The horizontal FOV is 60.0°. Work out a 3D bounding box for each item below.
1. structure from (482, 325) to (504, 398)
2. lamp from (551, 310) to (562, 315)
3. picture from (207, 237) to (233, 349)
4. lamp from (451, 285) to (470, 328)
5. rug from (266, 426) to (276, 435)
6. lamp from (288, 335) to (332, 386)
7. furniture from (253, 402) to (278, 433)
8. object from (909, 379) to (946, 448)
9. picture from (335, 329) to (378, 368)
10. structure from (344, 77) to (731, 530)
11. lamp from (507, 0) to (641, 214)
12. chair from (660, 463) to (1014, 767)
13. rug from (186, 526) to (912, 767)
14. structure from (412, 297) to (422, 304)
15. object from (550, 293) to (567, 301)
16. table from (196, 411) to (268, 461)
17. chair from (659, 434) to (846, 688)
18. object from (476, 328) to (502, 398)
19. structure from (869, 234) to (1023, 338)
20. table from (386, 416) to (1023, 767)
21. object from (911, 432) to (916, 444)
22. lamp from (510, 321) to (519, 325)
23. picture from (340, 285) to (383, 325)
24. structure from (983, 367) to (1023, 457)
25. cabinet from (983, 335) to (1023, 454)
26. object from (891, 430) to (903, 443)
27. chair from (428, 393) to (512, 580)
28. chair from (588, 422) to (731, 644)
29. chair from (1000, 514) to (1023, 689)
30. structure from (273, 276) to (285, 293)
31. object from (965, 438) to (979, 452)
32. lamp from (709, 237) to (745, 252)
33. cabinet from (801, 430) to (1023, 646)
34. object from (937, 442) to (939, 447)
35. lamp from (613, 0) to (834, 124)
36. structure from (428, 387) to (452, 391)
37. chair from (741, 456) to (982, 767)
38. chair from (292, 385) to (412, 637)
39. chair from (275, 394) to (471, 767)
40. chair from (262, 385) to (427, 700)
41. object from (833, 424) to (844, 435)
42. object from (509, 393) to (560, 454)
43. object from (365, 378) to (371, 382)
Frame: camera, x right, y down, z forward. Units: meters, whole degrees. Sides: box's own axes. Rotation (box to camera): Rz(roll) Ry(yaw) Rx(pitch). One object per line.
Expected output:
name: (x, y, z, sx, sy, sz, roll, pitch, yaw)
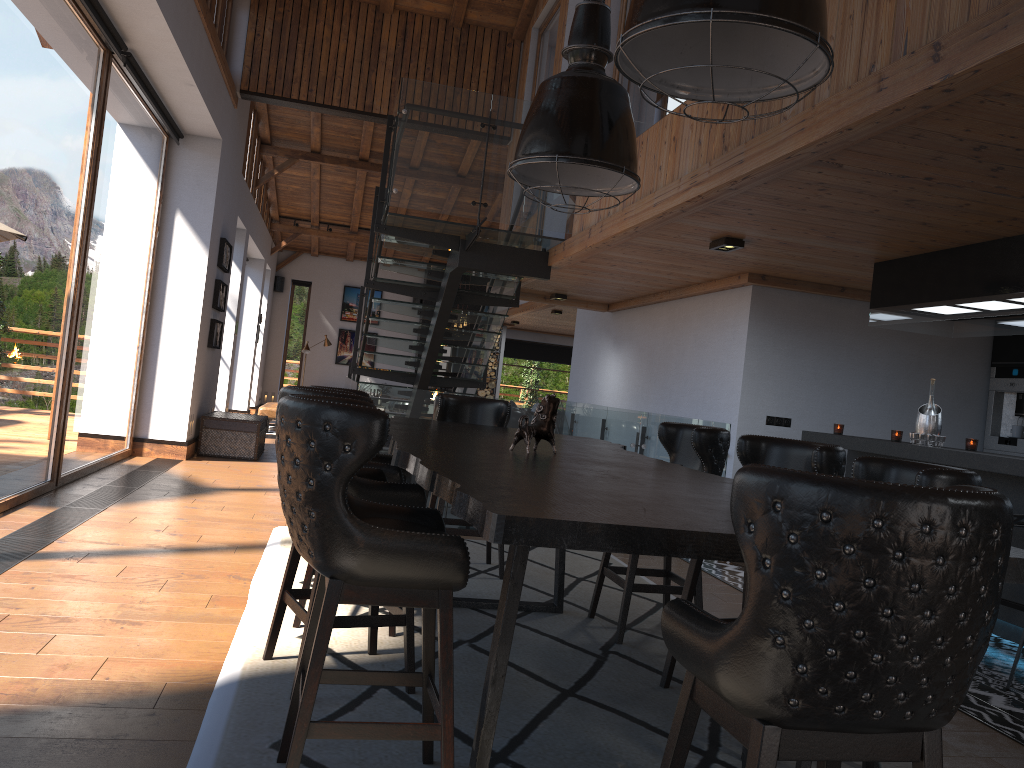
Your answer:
structure: (-0.622, -0.093, 20.732, 0.504, 2.618, 0.509, 7, -1, -12)
lamp: (0.822, -1.321, 16.313, 0.156, 0.068, 0.260, 7, 0, -12)
picture: (-3.571, -1.088, 10.854, 0.059, 1.312, 0.770, 7, -1, -12)
lamp: (-0.979, -2.077, 17.973, 0.263, 2.202, 0.796, 7, -1, -21)
rug: (-2.679, 0.938, 15.922, 3.825, 0.053, 2.420, 6, 0, -12)
lamp: (-4.403, -0.165, 18.965, 0.525, 1.899, 1.326, 6, -1, 9)
furniture: (-3.959, 0.600, 15.833, 1.181, 0.437, 2.746, 7, 0, -12)
object: (2.814, 0.192, 5.968, 0.227, 0.452, 0.224, 7, -1, -12)
picture: (-3.564, -0.811, 20.322, 0.883, 0.816, 0.036, 7, -1, -13)
structure: (-2.758, 0.528, 8.414, 9.254, 6.400, 10.971, 7, -1, -12)
lamp: (0.533, -3.135, 4.158, 0.615, 4.686, 0.627, 6, -1, 33)
chair: (0.567, 0.703, 1.653, 0.507, 1.092, 0.565, 7, -1, -13)
rug: (0.068, 1.208, 3.946, 2.564, 0.047, 5.604, 6, 0, -12)
structure: (-2.197, -1.891, 20.548, 0.214, 0.349, 0.212, 7, -1, -12)
object: (0.571, -1.072, 10.877, 0.156, 0.068, 0.260, 7, 0, -12)
table: (-3.419, 0.621, 10.921, 0.687, 0.470, 1.248, 7, 0, -12)
chair: (1.015, 0.764, 3.611, 0.573, 1.092, 0.499, 7, -1, -28)
object: (-0.631, -0.088, 20.740, 0.496, 2.613, 0.464, 7, -1, -12)
structure: (3.291, -0.591, 4.968, 0.714, 0.476, 3.234, 7, 0, -12)
table: (0.124, 0.755, 3.627, 1.436, 0.950, 3.778, 7, 0, -12)
object: (2.944, 0.396, 6.458, 0.078, 0.081, 0.080, 6, -1, 43)
lamp: (0.068, -1.387, 20.015, 0.156, 0.068, 0.260, 7, 0, -12)
picture: (-3.453, -1.799, 20.343, 0.883, 0.816, 0.036, 7, -1, -13)
structure: (4.478, 0.325, 7.881, 0.256, 0.946, 0.594, 7, -1, -12)
cabinet: (5.215, 0.599, 5.088, 0.546, 2.381, 6.398, 7, 0, -12)
object: (2.692, 0.366, 6.203, 0.078, 0.081, 0.080, 6, -1, 43)
chair: (-0.288, 0.627, 5.568, 0.507, 1.092, 0.565, 7, -1, -13)
chair: (0.775, 0.741, 4.539, 0.571, 1.092, 0.501, 7, -1, -13)
chair: (2.637, 1.079, 4.575, 0.470, 0.840, 0.537, 7, -1, -6)
structure: (-5.217, -2.235, 19.860, 0.214, 0.349, 0.212, 7, -1, -12)
object: (3.058, 0.406, 5.899, 0.078, 0.081, 0.080, 6, -1, 43)
lamp: (1.516, -0.989, 6.253, 0.156, 0.068, 0.260, 7, 0, -12)
cabinet: (3.138, 1.005, 4.749, 0.893, 1.104, 4.777, 7, 0, -12)
object: (2.982, 0.399, 6.273, 0.078, 0.081, 0.080, 6, -1, 43)
lamp: (0.850, -3.107, 2.606, 0.615, 4.686, 0.627, 6, -1, 33)
structure: (-1.701, 0.337, 20.355, 0.987, 0.514, 0.182, 7, -1, -13)
chair: (1.115, 0.780, 2.798, 0.569, 1.092, 0.503, 7, -1, -3)
chair: (-0.745, 0.578, 4.140, 0.569, 1.092, 0.503, 7, -1, -3)
chair: (-0.403, 0.598, 2.399, 0.571, 1.092, 0.501, 7, -1, -13)
chair: (-0.643, 0.575, 3.327, 0.573, 1.092, 0.499, 7, -1, -28)
object: (2.524, 0.350, 6.850, 0.078, 0.081, 0.080, 6, -1, 23)
object: (0.096, 0.155, 3.569, 0.114, 0.253, 0.223, 6, -1, 41)
object: (-3.321, 0.119, 20.035, 0.262, 0.532, 0.422, 7, -1, -43)
